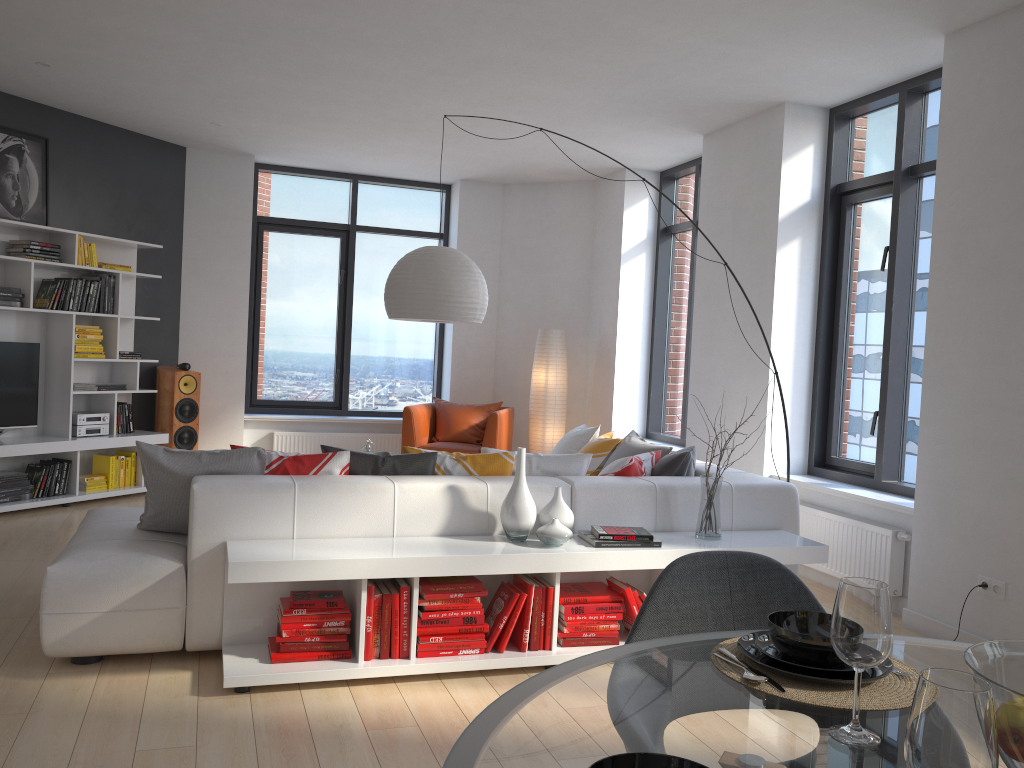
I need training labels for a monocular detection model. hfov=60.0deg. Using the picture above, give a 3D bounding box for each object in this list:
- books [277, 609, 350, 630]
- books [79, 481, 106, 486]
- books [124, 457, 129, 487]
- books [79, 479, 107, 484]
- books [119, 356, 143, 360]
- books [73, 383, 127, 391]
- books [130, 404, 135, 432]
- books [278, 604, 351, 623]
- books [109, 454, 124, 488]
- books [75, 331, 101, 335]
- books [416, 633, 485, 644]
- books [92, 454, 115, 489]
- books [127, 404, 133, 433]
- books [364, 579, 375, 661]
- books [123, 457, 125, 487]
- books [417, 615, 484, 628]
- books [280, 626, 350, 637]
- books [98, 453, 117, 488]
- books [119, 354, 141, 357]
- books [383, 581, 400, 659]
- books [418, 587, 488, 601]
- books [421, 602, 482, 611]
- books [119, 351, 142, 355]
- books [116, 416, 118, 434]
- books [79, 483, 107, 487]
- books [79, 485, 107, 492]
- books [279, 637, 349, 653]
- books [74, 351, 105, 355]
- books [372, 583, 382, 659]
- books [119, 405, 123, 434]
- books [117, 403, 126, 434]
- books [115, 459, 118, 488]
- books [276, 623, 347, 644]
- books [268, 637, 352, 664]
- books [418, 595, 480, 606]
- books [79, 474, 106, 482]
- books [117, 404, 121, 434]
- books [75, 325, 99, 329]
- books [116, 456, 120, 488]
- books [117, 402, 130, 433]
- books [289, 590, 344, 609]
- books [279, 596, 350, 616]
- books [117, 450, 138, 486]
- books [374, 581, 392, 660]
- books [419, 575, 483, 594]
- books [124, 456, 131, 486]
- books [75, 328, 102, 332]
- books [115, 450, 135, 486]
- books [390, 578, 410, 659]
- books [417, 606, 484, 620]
[{"bbox_3d":[-0.791,0.928,3.523,0.261,0.028,0.191,2,2,-19],"label":"books"},{"bbox_3d":[-3.278,0.770,6.914,0.113,0.018,0.169,4,2,27],"label":"books"},{"bbox_3d":[-3.171,0.703,7.168,0.172,0.234,0.024,4,2,26],"label":"books"},{"bbox_3d":[-3.288,0.754,6.926,0.134,0.014,0.187,4,2,26],"label":"books"},{"bbox_3d":[-3.148,-0.216,7.222,0.161,0.023,0.213,4,2,29],"label":"books"},{"bbox_3d":[-3.286,0.021,7.077,0.250,0.047,0.310,4,2,21],"label":"books"},{"bbox_3d":[-3.194,0.278,7.293,0.179,0.233,0.077,4,2,26],"label":"books"},{"bbox_3d":[-0.782,0.902,3.507,0.269,0.028,0.179,2,2,-18],"label":"books"},{"bbox_3d":[-3.196,0.695,7.120,0.185,0.250,0.035,4,2,26],"label":"books"},{"bbox_3d":[-3.359,-0.398,6.919,0.160,0.022,0.227,5,2,42],"label":"books"},{"bbox_3d":[-0.265,1.012,3.617,0.266,0.026,0.187,2,2,-20],"label":"books"},{"bbox_3d":[-3.240,0.693,7.034,0.198,0.255,0.044,4,2,26],"label":"books"},{"bbox_3d":[-3.180,0.277,7.248,0.177,0.242,0.066,4,2,26],"label":"books"},{"bbox_3d":[-0.586,0.923,3.527,0.036,0.294,0.208,2,2,-19],"label":"books"},{"bbox_3d":[-3.185,0.700,7.148,0.169,0.239,0.023,4,2,26],"label":"books"},{"bbox_3d":[-0.276,0.947,3.649,0.279,0.039,0.206,2,2,-18],"label":"books"},{"bbox_3d":[-0.783,0.955,3.510,0.257,0.025,0.182,2,2,-19],"label":"books"},{"bbox_3d":[-3.229,0.691,7.063,0.199,0.263,0.015,4,2,26],"label":"books"},{"bbox_3d":[-3.150,-0.235,7.221,0.142,0.015,0.198,4,2,24],"label":"books"},{"bbox_3d":[-0.484,0.943,3.556,0.042,0.259,0.195,2,2,-19],"label":"books"},{"bbox_3d":[-0.258,0.841,3.630,0.266,0.026,0.187,2,2,-25],"label":"books"},{"bbox_3d":[-0.260,0.890,3.630,0.236,0.023,0.178,2,2,-19],"label":"books"},{"bbox_3d":[-3.161,-0.255,7.229,0.161,0.023,0.213,4,2,29],"label":"books"},{"bbox_3d":[-3.253,0.264,7.131,0.202,0.268,0.053,4,2,26],"label":"books"},{"bbox_3d":[-3.293,0.783,6.928,0.148,0.011,0.196,4,2,26],"label":"books"},{"bbox_3d":[-3.291,0.806,6.926,0.147,0.033,0.190,4,2,26],"label":"books"},{"bbox_3d":[-0.787,1.010,3.513,0.259,0.034,0.206,2,2,-16],"label":"books"},{"bbox_3d":[-3.355,-0.245,6.912,0.203,0.024,0.257,4,2,29],"label":"books"},{"bbox_3d":[-0.555,0.941,3.541,0.031,0.255,0.181,2,2,-19],"label":"books"},{"bbox_3d":[-3.220,0.280,7.178,0.170,0.236,0.049,4,2,26],"label":"books"},{"bbox_3d":[-3.203,0.277,7.194,0.169,0.242,0.050,4,2,25],"label":"books"},{"bbox_3d":[-3.203,0.709,7.070,0.156,0.229,0.024,4,2,26],"label":"books"},{"bbox_3d":[-0.792,0.980,3.501,0.266,0.026,0.187,2,2,-13],"label":"books"},{"bbox_3d":[-0.802,1.042,3.501,0.301,0.032,0.227,2,2,-19],"label":"books"},{"bbox_3d":[-0.280,0.866,3.631,0.257,0.025,0.182,2,2,-19],"label":"books"},{"bbox_3d":[-3.300,0.733,6.928,0.138,0.026,0.186,4,2,26],"label":"books"},{"bbox_3d":[-3.236,0.279,7.159,0.189,0.240,0.053,4,2,26],"label":"books"},{"bbox_3d":[-3.375,-0.446,6.924,0.163,0.023,0.223,4,2,30],"label":"books"},{"bbox_3d":[-3.209,0.695,7.097,0.180,0.251,0.019,4,2,26],"label":"books"},{"bbox_3d":[-3.200,0.271,7.225,0.193,0.255,0.066,4,2,26],"label":"books"},{"bbox_3d":[-0.771,0.850,3.502,0.206,0.029,0.152,2,2,-13],"label":"books"},{"bbox_3d":[-0.783,0.876,3.509,0.254,0.025,0.178,2,2,-20],"label":"books"},{"bbox_3d":[-3.151,0.683,7.249,0.213,0.270,0.025,4,2,26],"label":"books"},{"bbox_3d":[-0.524,0.942,3.553,0.034,0.259,0.207,2,2,-19],"label":"books"},{"bbox_3d":[-0.276,0.811,3.631,0.259,0.034,0.206,2,2,-22],"label":"books"},{"bbox_3d":[-3.163,0.702,7.193,0.172,0.234,0.024,4,2,26],"label":"books"},{"bbox_3d":[-3.351,-0.421,6.924,0.163,0.023,0.223,4,2,30],"label":"books"},{"bbox_3d":[-3.154,0.684,7.221,0.204,0.270,0.029,4,2,26],"label":"books"},{"bbox_3d":[-0.453,0.928,3.571,0.049,0.291,0.214,2,2,-19],"label":"books"},{"bbox_3d":[-0.272,0.915,3.632,0.261,0.027,0.191,2,2,-23],"label":"books"}]
